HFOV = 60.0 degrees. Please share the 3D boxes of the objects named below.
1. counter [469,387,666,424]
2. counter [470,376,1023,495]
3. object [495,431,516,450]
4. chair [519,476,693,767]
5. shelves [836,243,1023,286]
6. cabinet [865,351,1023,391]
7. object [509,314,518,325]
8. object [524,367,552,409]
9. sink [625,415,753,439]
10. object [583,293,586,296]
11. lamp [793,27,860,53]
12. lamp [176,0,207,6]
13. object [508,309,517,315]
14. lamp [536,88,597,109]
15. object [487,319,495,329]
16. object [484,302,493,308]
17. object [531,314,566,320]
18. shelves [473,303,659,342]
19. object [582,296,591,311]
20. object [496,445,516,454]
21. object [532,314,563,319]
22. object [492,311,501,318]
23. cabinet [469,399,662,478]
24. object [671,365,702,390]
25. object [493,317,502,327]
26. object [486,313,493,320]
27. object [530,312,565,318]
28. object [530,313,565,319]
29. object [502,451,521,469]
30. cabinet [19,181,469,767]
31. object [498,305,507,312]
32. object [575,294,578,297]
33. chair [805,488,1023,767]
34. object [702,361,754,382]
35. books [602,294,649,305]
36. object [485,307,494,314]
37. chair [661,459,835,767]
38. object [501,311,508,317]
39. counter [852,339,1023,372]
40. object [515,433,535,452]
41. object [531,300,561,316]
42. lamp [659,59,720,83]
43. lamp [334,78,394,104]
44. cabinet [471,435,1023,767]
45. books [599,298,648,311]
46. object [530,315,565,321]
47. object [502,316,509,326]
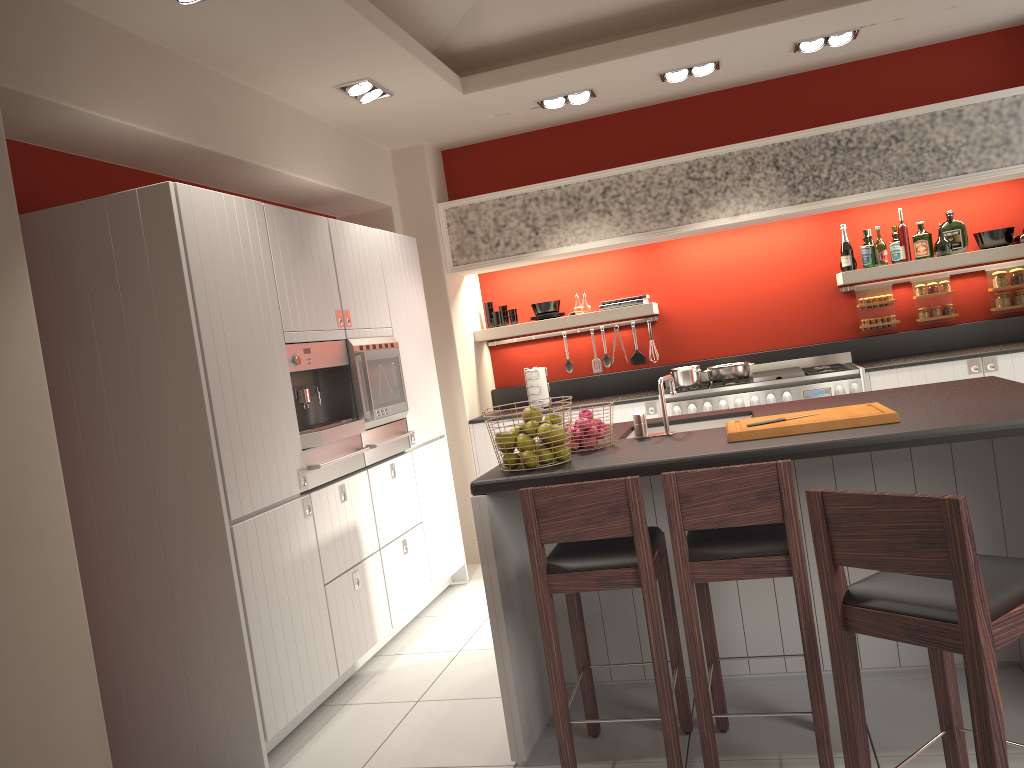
[{"bbox_3d":[0.430,0.155,6.477,1.360,0.026,0.699,-8,2,15],"label":"counter"},{"bbox_3d":[1.006,0.176,3.545,2.054,0.050,1.416,-8,2,15],"label":"counter"},{"bbox_3d":[-0.023,0.207,3.248,0.077,0.068,0.076,-8,2,8],"label":"object"},{"bbox_3d":[0.340,0.792,3.024,0.383,1.008,0.474,-8,2,15],"label":"chair"},{"bbox_3d":[2.962,-0.829,6.058,1.378,0.083,0.376,-8,2,15],"label":"shelves"},{"bbox_3d":[3.054,0.297,5.810,1.361,0.993,0.687,-8,2,15],"label":"cabinet"},{"bbox_3d":[0.014,-0.490,6.788,0.070,0.076,0.070,-9,2,-14],"label":"object"},{"bbox_3d":[0.181,0.028,6.424,0.163,0.304,0.168,-7,3,44],"label":"object"},{"bbox_3d":[0.789,0.323,3.865,0.567,0.258,0.516,-8,2,15],"label":"sink"},{"bbox_3d":[0.550,-0.676,6.736,0.026,0.032,0.023,-9,2,-3],"label":"object"},{"bbox_3d":[1.860,-2.053,5.258,0.361,0.103,0.199,-8,2,15],"label":"lamp"},{"bbox_3d":[-1.230,-1.503,3.283,0.199,0.103,0.361,-8,2,15],"label":"lamp"},{"bbox_3d":[0.007,-0.534,6.786,0.070,0.076,0.070,-9,2,-14],"label":"object"},{"bbox_3d":[0.347,-1.837,5.666,0.361,0.109,0.199,-8,2,15],"label":"lamp"},{"bbox_3d":[-0.160,-0.470,6.945,0.070,0.076,0.070,-9,2,-14],"label":"object"},{"bbox_3d":[-0.180,-0.600,6.940,0.070,0.076,0.070,-9,2,-14],"label":"object"},{"bbox_3d":[0.276,-0.505,6.801,0.280,0.016,0.280,-8,2,14],"label":"object"},{"bbox_3d":[0.406,-0.467,6.747,1.378,0.083,0.376,-8,2,15],"label":"shelves"},{"bbox_3d":[0.559,-0.602,6.738,0.077,0.134,0.076,-9,2,-1],"label":"object"},{"bbox_3d":[-0.021,0.225,3.315,0.076,0.077,0.076,-9,2,-20],"label":"object"},{"bbox_3d":[0.275,-0.510,6.801,0.280,0.016,0.280,-8,2,14],"label":"object"},{"bbox_3d":[-0.113,-0.515,6.767,0.070,0.076,0.070,-9,2,-14],"label":"object"},{"bbox_3d":[0.504,0.659,6.497,1.361,0.993,0.687,-8,2,15],"label":"cabinet"},{"bbox_3d":[1.201,-0.042,6.097,0.201,0.148,0.201,-8,2,8],"label":"object"},{"bbox_3d":[-0.106,-0.471,6.769,0.070,0.076,0.070,-9,2,-14],"label":"object"},{"bbox_3d":[-0.167,-0.513,6.943,0.070,0.076,0.070,-9,2,-14],"label":"object"},{"bbox_3d":[0.273,-0.521,6.800,0.280,0.016,0.280,-8,2,14],"label":"object"},{"bbox_3d":[0.274,-0.515,6.801,0.280,0.016,0.280,-8,2,14],"label":"object"},{"bbox_3d":[-0.001,0.278,3.253,0.068,0.068,0.068,-8,2,26],"label":"object"},{"bbox_3d":[-1.102,0.315,4.617,0.716,2.250,2.558,-8,2,15],"label":"cabinet"},{"bbox_3d":[-0.067,-0.572,6.913,0.070,0.076,0.070,-9,2,-14],"label":"object"},{"bbox_3d":[0.487,-0.665,6.671,0.023,0.031,0.024,-10,2,-33],"label":"object"},{"bbox_3d":[1.091,0.713,2.158,0.474,1.008,0.383,-10,2,-35],"label":"chair"},{"bbox_3d":[1.549,-0.086,6.339,0.309,0.104,0.309,-7,3,43],"label":"object"},{"bbox_3d":[0.849,-0.627,6.611,0.332,0.026,0.207,-8,2,15],"label":"books"},{"bbox_3d":[-0.174,-0.557,6.942,0.070,0.076,0.070,-9,2,-14],"label":"object"},{"bbox_3d":[0.781,0.730,2.906,0.383,1.008,0.474,-8,2,17],"label":"chair"},{"bbox_3d":[-0.060,-0.528,6.914,0.070,0.076,0.070,-9,2,-14],"label":"object"},{"bbox_3d":[2.975,-0.206,5.791,1.360,0.026,0.699,-8,2,15],"label":"counter"},{"bbox_3d":[0.049,0.218,3.245,0.076,0.077,0.076,-9,2,-20],"label":"object"},{"bbox_3d":[0.266,-0.572,6.799,0.233,0.108,0.232,-10,3,-34],"label":"object"},{"bbox_3d":[1.093,-1.944,5.465,0.361,0.104,0.199,-8,2,15],"label":"lamp"},{"bbox_3d":[-0.812,-1.621,4.893,0.199,0.084,0.361,-8,2,15],"label":"lamp"},{"bbox_3d":[1.080,0.703,3.565,2.034,1.011,1.424,-8,2,15],"label":"cabinet"},{"bbox_3d":[0.833,-0.589,6.596,0.331,0.042,0.207,-8,2,20],"label":"books"},{"bbox_3d":[0.277,-0.499,6.801,0.280,0.016,0.280,-8,2,14],"label":"object"},{"bbox_3d":[-0.054,-0.485,6.916,0.070,0.076,0.070,-9,2,-14],"label":"object"}]
